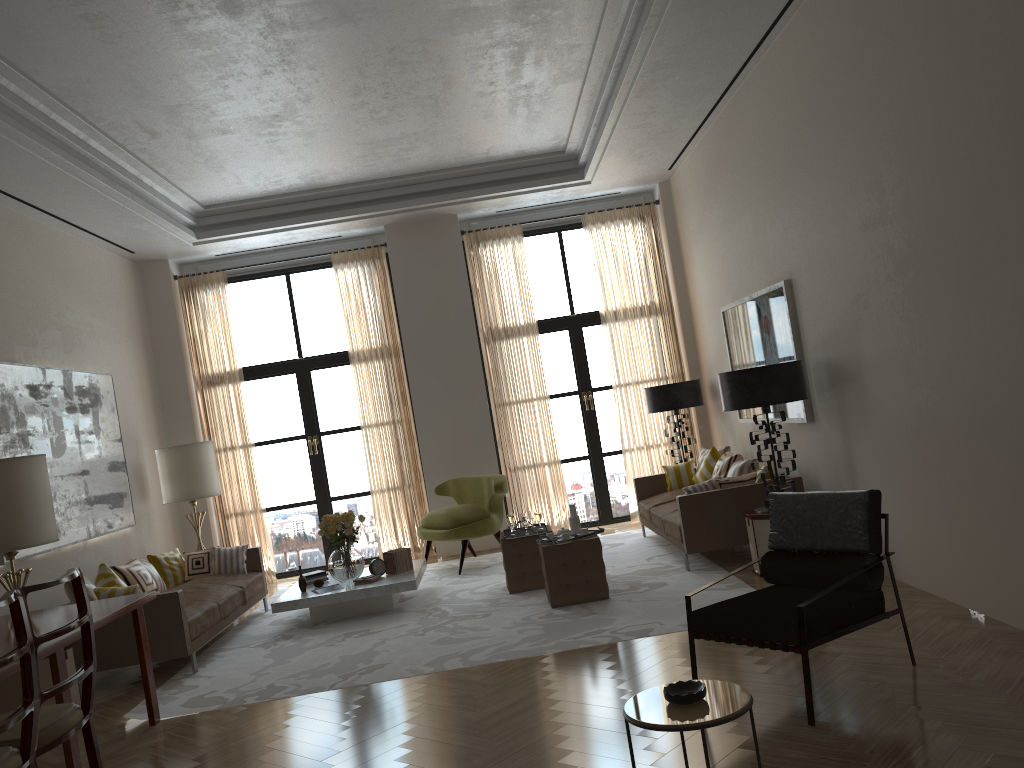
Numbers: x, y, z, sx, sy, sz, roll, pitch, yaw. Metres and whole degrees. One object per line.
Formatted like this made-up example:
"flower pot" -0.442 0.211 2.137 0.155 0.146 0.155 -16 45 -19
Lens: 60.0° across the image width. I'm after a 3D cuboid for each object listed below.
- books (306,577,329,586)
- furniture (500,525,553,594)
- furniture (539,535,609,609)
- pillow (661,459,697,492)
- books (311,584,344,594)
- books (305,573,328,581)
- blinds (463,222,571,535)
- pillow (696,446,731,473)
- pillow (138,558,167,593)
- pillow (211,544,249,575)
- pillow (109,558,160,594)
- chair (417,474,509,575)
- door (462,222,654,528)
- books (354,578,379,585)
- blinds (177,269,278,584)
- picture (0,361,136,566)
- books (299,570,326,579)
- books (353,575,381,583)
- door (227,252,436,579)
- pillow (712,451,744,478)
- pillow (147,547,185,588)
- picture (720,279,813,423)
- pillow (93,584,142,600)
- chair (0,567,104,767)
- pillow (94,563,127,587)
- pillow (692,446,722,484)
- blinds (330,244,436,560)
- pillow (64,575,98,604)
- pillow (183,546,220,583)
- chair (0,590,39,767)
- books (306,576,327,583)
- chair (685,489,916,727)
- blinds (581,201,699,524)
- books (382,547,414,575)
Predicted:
"books" -2.353 2.344 10.552 0.280 0.035 0.208 -8 -2 -35
"furniture" 0.202 1.970 10.001 0.613 0.616 0.614 -9 -1 -2
"furniture" 0.618 1.867 8.981 0.613 0.616 0.614 -9 -1 -2
"pillow" 2.301 1.271 12.050 0.483 0.433 0.318 -9 -1 8
"books" -2.069 2.283 9.915 0.280 0.038 0.384 -8 -2 -29
"books" -2.363 2.291 10.554 0.280 0.024 0.230 -8 -2 -37
"blinds" 0.104 0.006 13.646 0.960 4.873 0.419 -9 0 1
"pillow" 2.686 1.142 11.911 0.355 0.576 0.625 -9 -1 -23
"pillow" -4.150 2.269 9.979 0.371 0.565 0.660 -9 -1 -6
"pillow" -3.475 2.186 10.918 0.497 0.428 0.327 -9 -1 -14
"pillow" -4.092 2.182 9.600 0.403 0.547 0.617 -9 -1 2
"chair" -0.720 1.927 12.157 1.027 1.213 1.795 -9 -2 -34
"door" 1.116 -0.137 13.896 3.085 4.766 0.240 -9 0 -1
"books" -1.642 2.223 10.002 0.197 0.024 0.255 -10 -2 16
"blinds" -4.328 0.726 13.531 0.780 4.885 0.419 -9 0 1
"picture" -5.032 0.798 9.974 0.045 1.998 3.063 -9 -1 -1
"books" -2.373 2.264 10.545 0.259 0.030 0.207 -8 -2 -35
"books" -1.636 2.198 10.002 0.256 0.026 0.202 -10 -2 23
"door" -3.122 0.546 13.787 3.257 4.766 0.240 -9 0 -1
"pillow" 2.660 1.136 10.944 0.403 0.547 0.617 -9 -1 2
"pillow" -4.168 2.267 10.848 0.297 0.475 0.515 -9 -1 20
"picture" 2.870 -0.288 10.176 0.080 1.480 2.268 -9 -1 -3
"pillow" -3.721 2.123 8.494 0.483 0.433 0.318 -9 -1 8
"chair" -2.608 1.790 4.535 0.878 1.505 0.656 -9 -1 -2
"pillow" -4.060 2.117 9.033 0.769 0.617 0.355 -10 -1 42
"pillow" 2.616 1.123 11.512 0.769 0.617 0.355 -10 -1 42
"blinds" -1.967 0.340 13.592 0.874 4.873 0.418 -9 0 1
"pillow" -4.125 2.131 8.633 0.355 0.576 0.625 -9 -1 -23
"pillow" -3.836 2.249 10.945 0.464 0.412 0.304 -9 -1 -3
"chair" -2.581 1.763 3.888 0.878 1.505 0.656 -9 -1 -2
"books" -2.361 2.315 10.541 0.262 0.024 0.208 -8 -2 -39
"chair" 1.754 1.302 5.524 1.132 1.135 0.879 -8 -1 -37
"blinds" 2.054 -0.308 13.695 1.242 4.873 0.418 -9 0 1
"books" -1.333 2.065 10.351 0.281 0.264 0.211 -8 -1 -41
